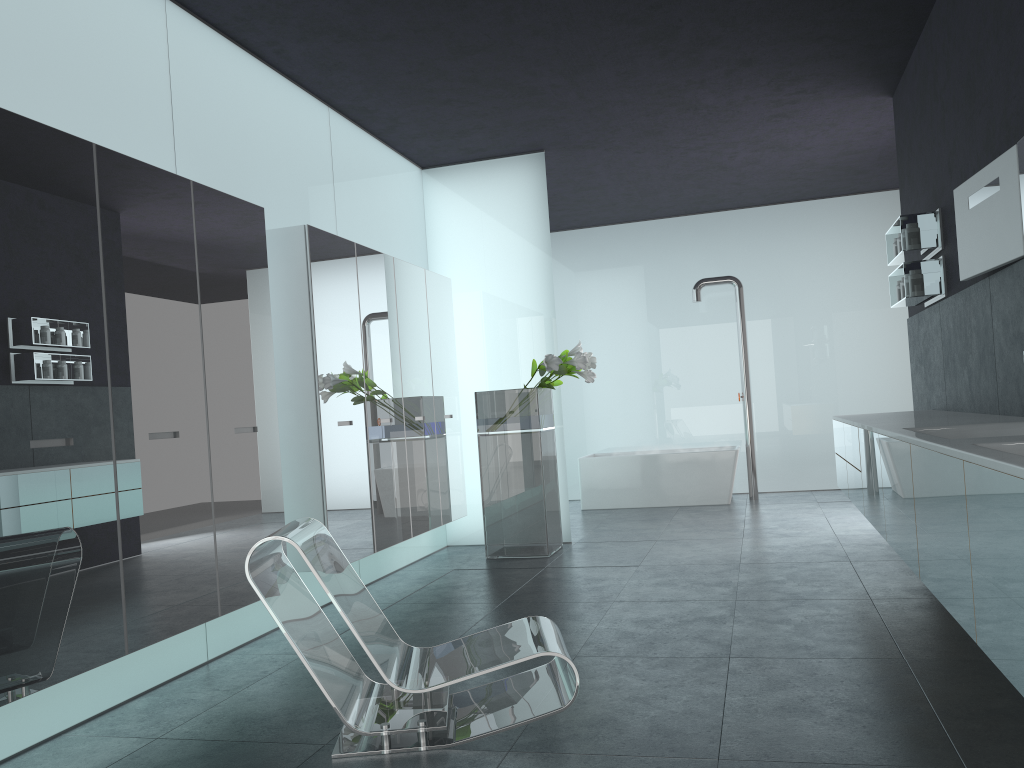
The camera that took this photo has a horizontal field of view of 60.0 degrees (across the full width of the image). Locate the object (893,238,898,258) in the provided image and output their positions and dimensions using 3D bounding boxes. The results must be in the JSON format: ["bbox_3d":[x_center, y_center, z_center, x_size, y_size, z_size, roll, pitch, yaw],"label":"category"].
[{"bbox_3d":[2.975,-1.027,6.797,0.096,0.184,0.068,-4,-1,7],"label":"object"}]

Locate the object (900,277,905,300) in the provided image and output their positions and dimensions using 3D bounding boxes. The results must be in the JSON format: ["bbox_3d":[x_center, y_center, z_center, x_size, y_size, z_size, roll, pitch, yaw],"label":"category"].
[{"bbox_3d":[2.940,-0.703,6.587,0.096,0.184,0.067,-4,-1,24],"label":"object"}]

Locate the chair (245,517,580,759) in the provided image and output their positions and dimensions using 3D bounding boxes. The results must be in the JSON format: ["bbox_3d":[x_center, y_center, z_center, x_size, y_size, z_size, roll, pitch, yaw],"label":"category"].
[{"bbox_3d":[-0.394,0.997,3.753,1.261,0.871,0.629,-4,-1,-3],"label":"chair"}]

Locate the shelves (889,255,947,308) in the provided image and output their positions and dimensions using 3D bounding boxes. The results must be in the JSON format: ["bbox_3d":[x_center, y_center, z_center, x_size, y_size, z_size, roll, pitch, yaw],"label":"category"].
[{"bbox_3d":[2.968,-0.730,6.511,0.265,0.285,0.770,-4,-2,15],"label":"shelves"}]

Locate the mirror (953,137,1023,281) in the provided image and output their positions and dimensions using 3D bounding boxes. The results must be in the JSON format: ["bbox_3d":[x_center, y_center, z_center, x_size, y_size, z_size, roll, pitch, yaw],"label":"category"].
[{"bbox_3d":[2.177,-0.892,3.324,0.109,0.532,3.722,-4,-2,14],"label":"mirror"}]

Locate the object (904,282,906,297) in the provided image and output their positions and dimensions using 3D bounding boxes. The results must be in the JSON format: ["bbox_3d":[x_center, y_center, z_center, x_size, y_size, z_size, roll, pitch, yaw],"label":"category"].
[{"bbox_3d":[2.890,-0.705,6.406,0.096,0.184,0.067,-4,-1,14],"label":"object"}]

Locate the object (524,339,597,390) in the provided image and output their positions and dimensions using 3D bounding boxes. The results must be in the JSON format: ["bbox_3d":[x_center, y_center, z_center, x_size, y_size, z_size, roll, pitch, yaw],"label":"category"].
[{"bbox_3d":[0.243,0.007,7.889,1.024,0.779,0.974,-4,-1,8],"label":"object"}]

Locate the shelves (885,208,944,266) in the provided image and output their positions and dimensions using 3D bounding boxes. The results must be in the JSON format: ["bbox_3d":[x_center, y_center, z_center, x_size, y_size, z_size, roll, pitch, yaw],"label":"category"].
[{"bbox_3d":[2.946,-1.057,6.514,0.265,0.285,0.770,-4,-2,15],"label":"shelves"}]

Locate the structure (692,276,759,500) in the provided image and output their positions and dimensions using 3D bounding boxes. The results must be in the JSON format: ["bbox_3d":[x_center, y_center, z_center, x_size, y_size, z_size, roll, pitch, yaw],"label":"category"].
[{"bbox_3d":[2.675,0.083,11.144,0.643,2.871,0.123,-4,-1,15],"label":"structure"}]

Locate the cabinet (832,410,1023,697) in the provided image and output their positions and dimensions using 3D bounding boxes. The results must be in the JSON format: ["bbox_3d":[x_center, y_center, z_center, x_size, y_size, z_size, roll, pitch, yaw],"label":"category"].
[{"bbox_3d":[2.167,0.467,4.248,0.734,0.556,5.583,-4,-2,15],"label":"cabinet"}]

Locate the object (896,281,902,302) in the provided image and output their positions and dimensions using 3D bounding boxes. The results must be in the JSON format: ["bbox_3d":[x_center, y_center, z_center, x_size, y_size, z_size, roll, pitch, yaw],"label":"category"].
[{"bbox_3d":[2.998,-0.700,6.794,0.096,0.184,0.068,-4,-1,7],"label":"object"}]

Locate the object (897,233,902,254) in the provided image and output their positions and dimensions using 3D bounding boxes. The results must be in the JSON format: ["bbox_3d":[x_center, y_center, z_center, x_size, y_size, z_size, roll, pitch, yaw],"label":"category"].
[{"bbox_3d":[2.918,-1.030,6.591,0.096,0.184,0.067,-4,-1,24],"label":"object"}]

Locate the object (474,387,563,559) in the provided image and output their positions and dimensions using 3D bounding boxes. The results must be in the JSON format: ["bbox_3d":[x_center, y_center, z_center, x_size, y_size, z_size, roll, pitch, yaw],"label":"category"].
[{"bbox_3d":[0.070,0.797,8.100,0.585,1.491,0.575,-4,-1,15],"label":"object"}]

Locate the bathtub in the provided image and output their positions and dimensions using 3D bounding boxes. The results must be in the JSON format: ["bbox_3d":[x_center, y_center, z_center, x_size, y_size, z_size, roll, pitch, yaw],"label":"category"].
[{"bbox_3d":[1.916,1.098,11.366,1.978,0.858,0.960,-4,-1,15],"label":"bathtub"}]

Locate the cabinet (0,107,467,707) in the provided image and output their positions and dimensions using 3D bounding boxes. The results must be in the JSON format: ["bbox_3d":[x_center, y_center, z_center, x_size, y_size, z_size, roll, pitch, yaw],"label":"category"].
[{"bbox_3d":[-1.485,0.097,5.443,0.399,2.215,6.004,-4,-2,15],"label":"cabinet"}]
